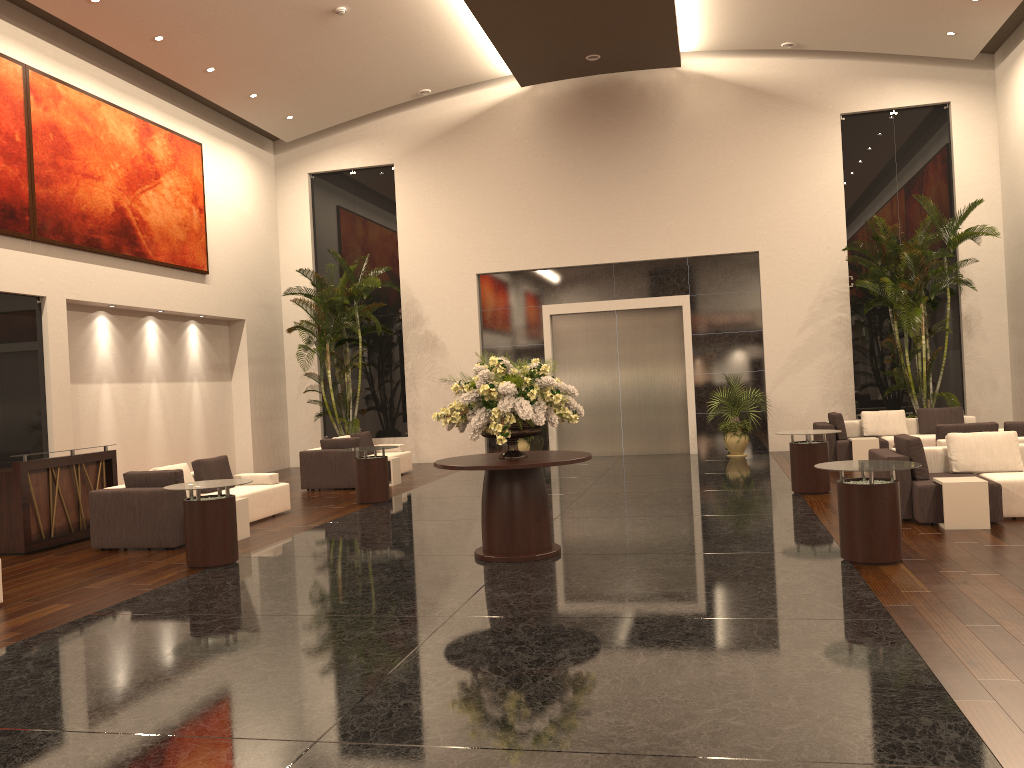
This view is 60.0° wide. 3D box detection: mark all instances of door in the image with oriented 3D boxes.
[{"bbox_3d":[2.261,-0.017,18.634,2.767,3.048,0.040,-3,0,13],"label":"door"}]

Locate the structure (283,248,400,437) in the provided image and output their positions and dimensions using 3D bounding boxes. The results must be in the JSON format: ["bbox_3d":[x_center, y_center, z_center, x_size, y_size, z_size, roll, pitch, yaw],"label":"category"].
[{"bbox_3d":[-3.509,-0.496,18.661,2.436,4.611,2.531,-3,0,-16],"label":"structure"}]

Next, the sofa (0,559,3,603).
[{"bbox_3d":[-4.931,1.454,6.093,1.291,0.862,2.846,-3,0,13],"label":"sofa"}]

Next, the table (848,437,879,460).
[{"bbox_3d":[5.666,1.104,14.268,0.400,0.460,0.400,-3,0,13],"label":"table"}]

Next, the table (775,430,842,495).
[{"bbox_3d":[3.907,1.026,11.635,0.833,0.795,0.844,-3,0,-26],"label":"table"}]

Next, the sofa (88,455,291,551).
[{"bbox_3d":[-3.795,1.395,11.140,1.291,0.862,2.846,-3,0,13],"label":"sofa"}]

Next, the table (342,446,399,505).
[{"bbox_3d":[-2.052,1.336,12.979,0.833,0.795,0.844,-3,0,-26],"label":"table"}]

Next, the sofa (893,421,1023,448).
[{"bbox_3d":[6.271,0.871,12.120,2.586,0.862,3.366,-3,0,13],"label":"sofa"}]

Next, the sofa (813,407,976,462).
[{"bbox_3d":[6.563,0.855,14.738,2.846,0.862,1.291,-3,0,13],"label":"sofa"}]

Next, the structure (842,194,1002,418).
[{"bbox_3d":[7.398,-1.064,16.053,2.436,4.611,2.531,-3,0,-16],"label":"structure"}]

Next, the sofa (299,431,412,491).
[{"bbox_3d":[-2.656,1.335,16.204,1.291,0.862,2.846,-3,0,13],"label":"sofa"}]

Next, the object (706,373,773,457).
[{"bbox_3d":[4.330,0.562,17.282,1.373,1.682,1.297,-3,0,-39],"label":"object"}]

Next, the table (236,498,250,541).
[{"bbox_3d":[-3.316,1.572,10.231,0.400,0.460,0.400,-3,0,13],"label":"table"}]

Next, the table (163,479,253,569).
[{"bbox_3d":[-2.973,1.384,8.757,0.833,0.795,0.844,-3,0,-26],"label":"table"}]

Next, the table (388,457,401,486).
[{"bbox_3d":[-2.176,1.512,15.294,0.400,0.460,0.400,-3,0,13],"label":"table"}]

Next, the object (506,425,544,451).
[{"bbox_3d":[0.120,0.781,18.286,1.373,1.682,1.297,-3,0,-44],"label":"object"}]

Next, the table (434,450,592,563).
[{"bbox_3d":[0.033,1.165,8.489,1.498,0.921,1.498,-3,0,4],"label":"table"}]

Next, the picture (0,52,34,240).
[{"bbox_3d":[-7.427,-3.293,10.489,0.070,2.526,4.515,-3,0,13],"label":"picture"}]

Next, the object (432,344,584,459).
[{"bbox_3d":[0.006,0.157,8.481,1.453,1.097,1.402,-3,0,-31],"label":"object"}]

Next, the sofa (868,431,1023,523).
[{"bbox_3d":[5.318,0.921,9.203,2.846,0.862,1.291,-3,0,13],"label":"sofa"}]

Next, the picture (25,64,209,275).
[{"bbox_3d":[-6.434,-3.345,14.901,0.070,2.526,4.515,-3,0,13],"label":"picture"}]

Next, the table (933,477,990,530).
[{"bbox_3d":[4.420,1.170,8.734,0.400,0.460,0.400,-3,0,13],"label":"table"}]

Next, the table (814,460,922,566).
[{"bbox_3d":[2.985,1.074,7.412,0.833,0.795,0.844,-3,0,-26],"label":"table"}]

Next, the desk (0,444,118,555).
[{"bbox_3d":[-5.577,1.360,10.726,0.760,1.114,1.634,-3,0,13],"label":"desk"}]
